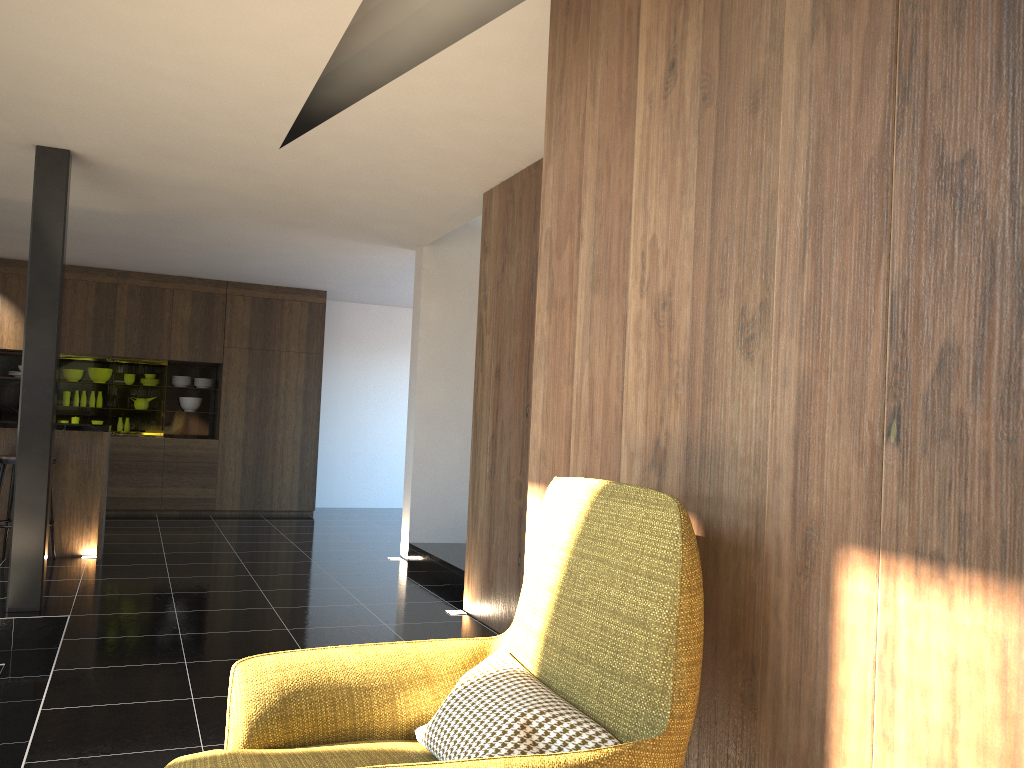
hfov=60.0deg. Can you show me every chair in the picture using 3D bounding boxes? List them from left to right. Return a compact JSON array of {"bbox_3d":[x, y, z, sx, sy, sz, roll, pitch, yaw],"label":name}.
[{"bbox_3d":[-3.652,0.938,6.625,0.412,0.799,0.412,3,-2,-14],"label":"chair"},{"bbox_3d":[-0.184,0.738,1.768,1.031,1.097,0.807,4,-2,-24],"label":"chair"}]

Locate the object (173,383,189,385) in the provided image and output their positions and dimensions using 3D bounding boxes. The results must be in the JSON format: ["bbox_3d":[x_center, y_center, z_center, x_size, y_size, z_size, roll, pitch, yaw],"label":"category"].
[{"bbox_3d":[-3.944,0.007,10.565,0.220,0.033,0.220,3,-3,-13],"label":"object"}]

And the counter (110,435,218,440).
[{"bbox_3d":[-5.648,0.511,9.673,4.592,0.005,0.862,4,-3,-23],"label":"counter"}]

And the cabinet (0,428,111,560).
[{"bbox_3d":[-4.958,0.773,6.555,3.565,0.993,0.698,4,-2,-23],"label":"cabinet"}]

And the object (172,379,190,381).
[{"bbox_3d":[-3.942,-0.038,10.567,0.220,0.033,0.220,3,-3,-13],"label":"object"}]

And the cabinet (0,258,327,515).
[{"bbox_3d":[-5.626,0.025,9.681,6.894,2.689,0.869,4,-2,-23],"label":"cabinet"}]

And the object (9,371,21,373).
[{"bbox_3d":[-5.403,-0.105,9.958,0.438,0.039,0.438,2,-3,13],"label":"object"}]

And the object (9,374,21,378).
[{"bbox_3d":[-5.404,-0.078,9.958,0.438,0.039,0.438,2,-3,13],"label":"object"}]

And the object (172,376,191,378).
[{"bbox_3d":[-3.941,-0.073,10.568,0.220,0.033,0.220,3,-3,-13],"label":"object"}]

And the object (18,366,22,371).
[{"bbox_3d":[-5.404,-0.153,9.960,0.254,0.088,0.254,3,-2,2],"label":"object"}]

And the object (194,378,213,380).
[{"bbox_3d":[-3.707,-0.046,10.666,0.220,0.033,0.220,5,-3,-39],"label":"object"}]

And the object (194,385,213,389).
[{"bbox_3d":[-3.711,0.036,10.664,0.220,0.033,0.220,5,-3,-39],"label":"object"}]

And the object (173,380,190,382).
[{"bbox_3d":[-3.943,-0.028,10.566,0.220,0.033,0.220,3,-3,-13],"label":"object"}]

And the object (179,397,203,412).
[{"bbox_3d":[-3.849,0.248,10.614,0.264,0.170,0.264,1,-3,42],"label":"object"}]

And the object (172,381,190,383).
[{"bbox_3d":[-3.943,-0.015,10.566,0.220,0.033,0.220,3,-3,-13],"label":"object"}]

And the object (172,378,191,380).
[{"bbox_3d":[-3.942,-0.048,10.567,0.220,0.033,0.220,3,-3,-13],"label":"object"}]

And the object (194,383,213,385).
[{"bbox_3d":[-3.710,0.011,10.665,0.220,0.033,0.220,5,-3,-39],"label":"object"}]

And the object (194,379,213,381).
[{"bbox_3d":[-3.708,-0.033,10.666,0.220,0.033,0.220,5,-3,-39],"label":"object"}]

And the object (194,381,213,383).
[{"bbox_3d":[-3.709,-0.012,10.665,0.220,0.033,0.220,5,-3,-39],"label":"object"}]

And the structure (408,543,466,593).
[{"bbox_3d":[1.387,-0.006,4.917,1.964,3.016,6.663,4,-2,-23],"label":"structure"}]

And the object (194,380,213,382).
[{"bbox_3d":[-3.708,-0.023,10.666,0.220,0.033,0.220,5,-3,-39],"label":"object"}]

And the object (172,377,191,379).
[{"bbox_3d":[-3.941,-0.061,10.567,0.220,0.033,0.220,3,-3,-13],"label":"object"}]

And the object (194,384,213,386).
[{"bbox_3d":[-3.711,0.023,10.664,0.220,0.033,0.220,5,-3,-39],"label":"object"}]

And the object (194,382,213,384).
[{"bbox_3d":[-3.710,0.000,10.665,0.220,0.033,0.220,5,-3,-39],"label":"object"}]

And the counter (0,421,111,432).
[{"bbox_3d":[-4.935,0.255,6.570,3.574,0.041,0.698,4,-3,-23],"label":"counter"}]

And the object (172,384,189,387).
[{"bbox_3d":[-3.945,0.020,10.565,0.220,0.033,0.220,3,-3,-13],"label":"object"}]
